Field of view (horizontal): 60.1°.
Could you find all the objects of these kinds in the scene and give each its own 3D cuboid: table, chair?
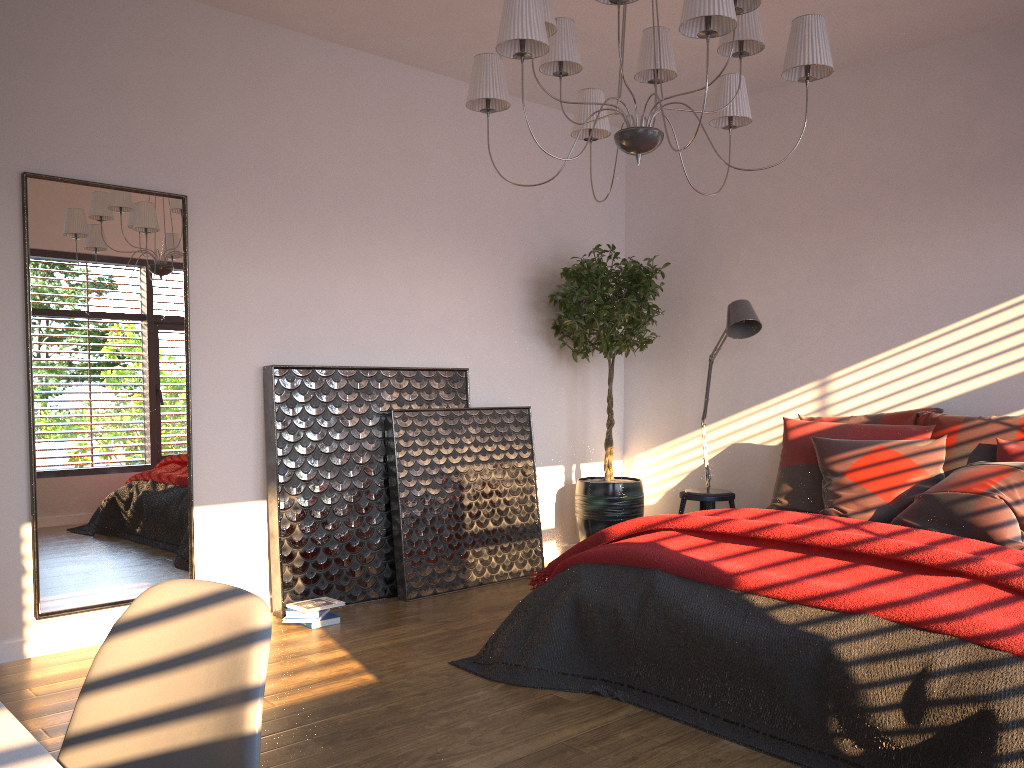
[{"bbox_3d":[-0.711,0.766,0.786,0.558,0.754,1.633,-2,2,-42],"label":"table"},{"bbox_3d":[-0.572,0.707,0.999,0.548,0.874,0.585,2,3,35],"label":"chair"}]

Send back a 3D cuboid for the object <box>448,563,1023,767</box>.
[{"bbox_3d":[0.979,0.860,3.061,1.121,0.569,2.504,0,0,-42],"label":"object"}]

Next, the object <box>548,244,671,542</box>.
[{"bbox_3d":[0.569,0.142,5.594,0.800,2.024,0.811,-2,3,-39],"label":"object"}]

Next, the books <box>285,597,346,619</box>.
[{"bbox_3d":[-0.982,1.076,4.259,0.258,0.050,0.270,0,0,44],"label":"books"}]

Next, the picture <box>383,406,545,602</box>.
[{"bbox_3d":[-0.245,0.649,5.062,1.024,1.029,0.210,-1,3,-42],"label":"picture"}]

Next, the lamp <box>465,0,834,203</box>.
[{"bbox_3d":[0.431,-1.240,2.992,1.246,1.081,1.099,-1,2,-42],"label":"lamp"}]

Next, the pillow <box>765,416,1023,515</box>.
[{"bbox_3d":[1.997,0.448,4.076,0.527,0.552,1.813,-1,1,-42],"label":"pillow"}]

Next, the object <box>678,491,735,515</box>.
[{"bbox_3d":[1.196,0.909,5.431,0.341,0.481,0.338,-2,3,-42],"label":"object"}]

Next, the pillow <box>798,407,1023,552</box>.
[{"bbox_3d":[2.026,0.476,3.996,1.143,0.735,2.140,-1,1,-44],"label":"pillow"}]

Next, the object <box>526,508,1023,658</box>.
[{"bbox_3d":[1.060,0.830,3.183,0.682,0.661,2.642,-1,1,-41],"label":"object"}]

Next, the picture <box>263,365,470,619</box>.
[{"bbox_3d":[-0.718,0.534,4.778,1.247,1.255,0.172,-1,3,-42],"label":"picture"}]

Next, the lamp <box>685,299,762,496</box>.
[{"bbox_3d":[1.209,0.103,5.140,0.279,1.130,0.787,0,2,-2],"label":"lamp"}]

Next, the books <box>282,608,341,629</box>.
[{"bbox_3d":[-0.949,1.126,4.268,0.258,0.050,0.270,0,0,3],"label":"books"}]

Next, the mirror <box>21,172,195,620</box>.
[{"bbox_3d":[-1.763,0.061,3.913,0.682,1.860,0.065,-2,4,-42],"label":"mirror"}]
